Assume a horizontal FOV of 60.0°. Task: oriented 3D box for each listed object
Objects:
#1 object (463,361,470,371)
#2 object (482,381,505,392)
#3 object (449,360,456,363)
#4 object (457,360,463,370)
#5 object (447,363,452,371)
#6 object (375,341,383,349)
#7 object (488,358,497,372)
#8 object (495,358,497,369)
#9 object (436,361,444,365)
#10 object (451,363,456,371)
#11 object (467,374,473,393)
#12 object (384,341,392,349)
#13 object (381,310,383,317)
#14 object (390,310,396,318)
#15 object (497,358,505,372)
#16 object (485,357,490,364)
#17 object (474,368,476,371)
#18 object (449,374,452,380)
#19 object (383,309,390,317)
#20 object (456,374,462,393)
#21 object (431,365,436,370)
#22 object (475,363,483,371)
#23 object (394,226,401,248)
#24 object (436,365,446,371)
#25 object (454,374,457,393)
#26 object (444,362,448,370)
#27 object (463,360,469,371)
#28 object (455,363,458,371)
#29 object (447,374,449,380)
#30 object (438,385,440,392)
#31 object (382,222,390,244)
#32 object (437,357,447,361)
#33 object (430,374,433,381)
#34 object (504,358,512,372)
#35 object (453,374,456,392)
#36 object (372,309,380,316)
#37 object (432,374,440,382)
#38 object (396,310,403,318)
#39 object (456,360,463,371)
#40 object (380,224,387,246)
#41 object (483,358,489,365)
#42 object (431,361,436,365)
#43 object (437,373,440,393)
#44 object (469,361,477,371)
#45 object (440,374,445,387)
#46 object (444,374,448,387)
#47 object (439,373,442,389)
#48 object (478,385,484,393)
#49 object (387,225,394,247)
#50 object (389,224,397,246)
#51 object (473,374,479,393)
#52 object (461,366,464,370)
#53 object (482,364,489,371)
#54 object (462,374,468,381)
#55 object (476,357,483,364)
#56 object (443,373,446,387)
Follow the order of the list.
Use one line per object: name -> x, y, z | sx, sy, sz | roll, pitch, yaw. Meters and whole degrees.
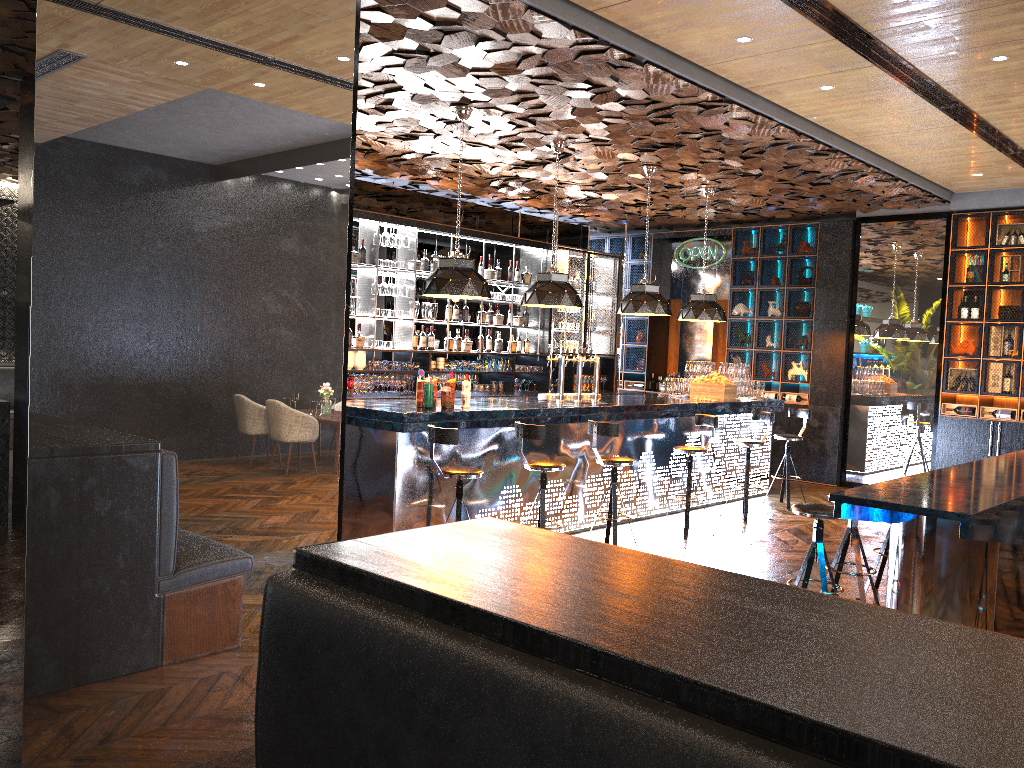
object -> -0.573, -0.225, 11.065 | 0.100, 0.125, 0.100 | 2, 3, -8
object -> -0.260, 0.032, 11.570 | 0.356, 0.134, 0.206 | 0, 3, -40
object -> -0.751, -0.240, 11.228 | 0.100, 0.125, 0.100 | 1, 3, -34
object -> -0.674, -0.241, 11.310 | 0.108, 0.126, 0.108 | 3, 3, 14
object -> -0.765, -0.213, 10.907 | 0.058, 0.099, 0.067 | 3, 3, 12
object -> -1.532, -0.450, 10.190 | 0.089, 0.092, 0.089 | 3, 3, 15
object -> -0.246, -0.246, 11.341 | 0.115, 0.172, 0.101 | 2, 3, -18
object -> -0.239, -0.254, 11.523 | 0.101, 0.172, 0.115 | 2, 3, -18
object -> -0.874, -0.244, 10.807 | 0.094, 0.069, 0.106 | 2, 3, -6
object -> -0.714, -0.209, 10.862 | 0.058, 0.099, 0.067 | 2, 3, -2
object -> -0.532, -0.008, 11.142 | 0.091, 0.229, 0.091 | 2, 3, -20
object -> -1.441, -0.450, 10.268 | 0.089, 0.092, 0.089 | 3, 3, 6
object -> -1.490, -0.824, 10.398 | 0.089, 0.092, 0.089 | 2, 3, -15
object -> -1.414, -0.825, 10.491 | 0.089, 0.092, 0.089 | 4, 3, 27
object -> -0.142, -0.246, 11.440 | 0.101, 0.172, 0.115 | 4, 3, 27
object -> -0.329, -0.262, 11.603 | 0.101, 0.172, 0.115 | 0, 3, -43
object -> -0.488, -0.217, 11.274 | 0.098, 0.097, 0.098 | 2, 3, -9
object -> -0.755, -0.007, 10.867 | 0.049, 0.231, 0.049 | 1, 3, -36
object -> -1.455, -0.817, 10.271 | 0.089, 0.092, 0.089 | 3, 3, 21
object -> -0.662, -0.007, 10.996 | 0.091, 0.229, 0.091 | 4, 3, 29
object -> -0.978, -0.204, 10.830 | 0.094, 0.067, 0.106 | 3, 3, 5
object -> -0.415, -0.210, 11.204 | 0.098, 0.097, 0.098 | 4, 3, 22
object -> -1.348, -1.732, 10.471 | 0.092, 0.244, 0.092 | 3, 3, 3
object -> -0.872, -0.199, 10.809 | 0.094, 0.067, 0.106 | 4, 3, 31
object -> -0.704, -0.007, 10.922 | 0.049, 0.231, 0.049 | 5, 3, 38
object -> -0.821, -0.220, 10.989 | 0.058, 0.099, 0.067 | 0, 4, -44
object -> -0.583, -0.234, 11.228 | 0.108, 0.126, 0.108 | 4, 3, 38
object -> -0.701, -0.212, 10.933 | 0.067, 0.099, 0.058 | 2, 3, -12
object -> -0.803, -0.011, 10.912 | 0.049, 0.231, 0.049 | 1, 3, -38
object -> -0.894, -0.019, 10.999 | 0.049, 0.231, 0.049 | 4, 3, 32
object -> -1.439, -1.720, 10.130 | 0.092, 0.244, 0.092 | 3, 3, 3
object -> -0.866, -0.288, 10.796 | 0.106, 0.068, 0.094 | 5, 3, 43
object -> -1.004, -0.006, 10.632 | 0.108, 0.227, 0.108 | 4, 3, 34
object -> -0.058, -0.247, 11.542 | 0.101, 0.172, 0.115 | 2, 3, -18
object -> -0.719, -0.015, 11.108 | 0.091, 0.229, 0.091 | 1, 3, -26
object -> -1.566, -0.820, 10.216 | 0.089, 0.092, 0.089 | 3, 3, 21
object -> -0.927, -0.006, 10.718 | 0.108, 0.227, 0.108 | 3, 3, 13
object -> -1.313, -0.814, 10.335 | 0.089, 0.092, 0.089 | 4, 3, 27
object -> -0.662, -0.233, 11.149 | 0.100, 0.125, 0.100 | 3, 3, 0
object -> -1.485, -1.731, 10.322 | 0.092, 0.244, 0.092 | 3, 3, 3
object -> -0.338, -0.254, 11.419 | 0.115, 0.172, 0.101 | 1, 3, -38
object -> -0.969, -0.249, 10.832 | 0.105, 0.069, 0.094 | 3, 3, 20
object -> -0.909, -0.014, 10.839 | 0.058, 0.234, 0.058 | 1, 3, -24
object -> -0.499, -0.226, 11.148 | 0.108, 0.126, 0.108 | 2, 3, -13
object -> -0.848, -0.009, 10.779 | 0.058, 0.234, 0.058 | 2, 3, -4
object -> -0.816, -0.009, 10.828 | 0.058, 0.234, 0.058 | 0, 4, -44
object -> -0.879, -0.015, 10.899 | 0.058, 0.234, 0.058 | 2, 3, -14
object -> -0.392, 0.058, 11.268 | 0.067, 0.100, 0.067 | 4, 3, 35
object -> -1.418, -1.731, 10.395 | 0.092, 0.244, 0.092 | 3, 3, 3
object -> -1.365, -1.721, 10.210 | 0.092, 0.244, 0.092 | 3, 3, 3
object -> -0.466, -0.008, 11.211 | 0.091, 0.229, 0.091 | 3, 3, 15
object -> -0.624, -0.228, 11.393 | 0.098, 0.097, 0.098 | 4, 3, 34
object -> -0.341, -0.210, 11.276 | 0.098, 0.097, 0.098 | 2, 3, -13
object -> -0.596, -0.008, 11.075 | 0.091, 0.229, 0.091 | 3, 3, 0
object -> -0.423, -0.262, 11.507 | 0.101, 0.172, 0.115 | 4, 3, 27
object -> -0.843, -0.015, 10.959 | 0.049, 0.231, 0.049 | 2, 3, -11
